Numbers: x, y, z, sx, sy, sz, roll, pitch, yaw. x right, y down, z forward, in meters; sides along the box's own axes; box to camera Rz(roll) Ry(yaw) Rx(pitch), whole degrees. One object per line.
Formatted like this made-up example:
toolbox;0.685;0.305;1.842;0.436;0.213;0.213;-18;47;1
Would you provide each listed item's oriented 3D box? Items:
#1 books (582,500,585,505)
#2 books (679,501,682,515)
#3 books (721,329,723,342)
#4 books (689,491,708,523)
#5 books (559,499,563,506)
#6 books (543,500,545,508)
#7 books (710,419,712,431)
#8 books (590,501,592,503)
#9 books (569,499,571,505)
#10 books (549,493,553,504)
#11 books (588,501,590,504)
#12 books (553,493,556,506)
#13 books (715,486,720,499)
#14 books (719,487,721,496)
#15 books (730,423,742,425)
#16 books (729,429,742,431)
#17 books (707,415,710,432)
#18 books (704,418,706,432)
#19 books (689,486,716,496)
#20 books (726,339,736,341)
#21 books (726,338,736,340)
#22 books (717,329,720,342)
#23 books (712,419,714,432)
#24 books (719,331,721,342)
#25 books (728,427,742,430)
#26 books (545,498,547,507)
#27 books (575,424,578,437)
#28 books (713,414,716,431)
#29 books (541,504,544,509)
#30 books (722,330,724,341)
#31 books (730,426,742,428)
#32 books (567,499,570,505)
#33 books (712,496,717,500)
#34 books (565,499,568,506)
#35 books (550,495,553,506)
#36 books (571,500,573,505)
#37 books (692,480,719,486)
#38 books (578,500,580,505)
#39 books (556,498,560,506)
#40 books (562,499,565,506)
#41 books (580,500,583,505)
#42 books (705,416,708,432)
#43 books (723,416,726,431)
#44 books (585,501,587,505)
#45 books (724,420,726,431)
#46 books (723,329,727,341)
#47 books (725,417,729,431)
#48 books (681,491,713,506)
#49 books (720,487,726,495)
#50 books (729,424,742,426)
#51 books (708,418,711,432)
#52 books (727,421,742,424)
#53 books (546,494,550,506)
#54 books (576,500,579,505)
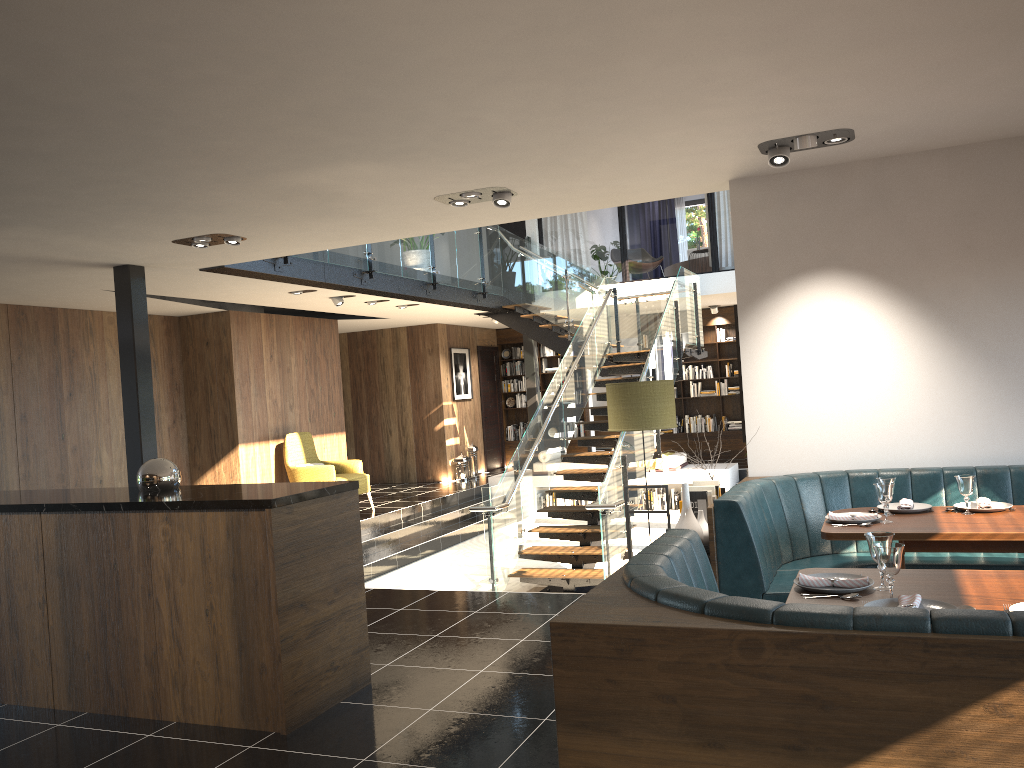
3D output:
books;1.141;1.825;13.861;0.025;0.293;0.205;-4;0;23
books;1.041;0.783;5.049;0.162;0.250;0.028;-4;0;23
books;3.728;-0.865;15.731;0.021;0.233;0.147;-4;0;23
books;1.037;0.754;4.966;0.131;0.307;0.022;-4;0;23
books;0.791;1.826;13.953;0.051;0.338;0.187;-4;0;23
books;0.534;1.908;14.085;0.029;0.211;0.130;-4;0;23
books;3.565;0.736;15.811;0.026;0.221;0.145;-4;0;23
books;1.260;1.810;13.813;0.026;0.305;0.187;-4;0;23
books;0.930;1.838;13.942;0.020;0.295;0.102;-4;0;23
books;0.633;1.850;14.035;0.029;0.314;0.163;-4;0;23
books;1.231;1.841;13.808;0.027;0.246;0.193;-4;0;23
books;0.697;1.841;13.973;0.030;0.322;0.202;-4;0;23
books;1.146;0.754;5.247;0.169;0.298;0.032;-4;0;23
books;1.196;0.764;5.351;0.150;0.274;0.025;-4;0;23
books;3.968;0.700;15.650;0.251;0.026;0.148;-4;-1;18
books;3.974;0.805;15.649;0.273;0.025;0.156;-4;-1;20
books;3.511;0.704;15.825;0.025;0.294;0.177;-4;0;23
books;3.462;0.729;15.847;0.029;0.250;0.142;-4;0;23
books;1.119;0.752;5.197;0.155;0.306;0.032;-4;0;23
books;3.929;-0.775;15.648;0.285;0.025;0.176;-4;-1;24
books;3.924;-0.799;15.641;0.288;0.025;0.175;-4;-1;19
books;3.677;-0.860;15.753;0.031;0.231;0.177;-4;0;23
books;3.589;0.732;15.801;0.026;0.227;0.129;-4;0;23
books;3.701;-0.841;15.730;0.030;0.189;0.152;-4;0;23
books;3.969;0.777;15.641;0.286;0.030;0.176;-4;-1;21
books;0.561;1.884;14.077;0.030;0.256;0.145;-4;0;23
books;1.230;0.865;16.824;0.011;0.300;0.153;-4;0;23
books;3.612;0.690;15.801;0.022;0.307;0.131;-4;0;23
books;0.496;1.896;14.071;0.027;0.241;0.149;-4;0;23
books;3.753;-0.858;15.729;0.025;0.217;0.159;-4;0;23
books;3.972;0.749;15.652;0.250;0.026;0.148;-4;-1;19
books;0.904;1.852;13.929;0.021;0.270;0.148;-4;0;23
books;1.094;0.778;5.148;0.194;0.255;0.034;-4;0;23
books;0.876;1.869;13.926;0.029;0.240;0.165;-4;0;23
books;0.646;1.879;13.991;0.027;0.254;0.204;-4;0;23
books;0.970;1.861;13.975;0.026;0.247;0.149;-4;0;23
books;1.191;0.746;5.417;0.160;0.312;0.035;-4;0;23
books;1.082;1.858;13.898;0.050;0.234;0.149;-4;0;23
books;0.749;1.843;13.949;0.028;0.309;0.211;-4;0;23
books;0.828;1.851;13.938;0.025;0.282;0.149;-4;0;23
books;1.109;1.823;13.861;0.033;0.299;0.195;-4;0;23
books;3.485;0.713;15.830;0.028;0.280;0.154;-4;0;23
books;3.769;0.700;15.729;0.024;0.264;0.174;-4;0;23
books;1.174;1.833;13.867;0.029;0.271;0.128;-4;0;23
books;3.788;0.731;15.707;0.025;0.199;0.149;-4;0;23
books;3.767;-0.858;15.698;0.026;0.213;0.195;-4;0;23
books;3.808;0.710;15.689;0.026;0.238;0.159;-4;0;23
books;1.062;0.760;5.068;0.177;0.294;0.025;-4;0;23
books;1.236;0.767;5.432;0.156;0.263;0.026;-4;0;23
books;3.965;0.725;15.639;0.263;0.024;0.167;-4;-1;18
books;3.532;0.724;15.803;0.028;0.250;0.162;-4;0;23
books;3.960;0.672;15.636;0.288;0.030;0.175;-4;-1;27
books;0.594;1.873;14.023;0.035;0.273;0.200;-4;0;23
books;1.039;1.837;13.901;0.028;0.282;0.172;-4;0;23
